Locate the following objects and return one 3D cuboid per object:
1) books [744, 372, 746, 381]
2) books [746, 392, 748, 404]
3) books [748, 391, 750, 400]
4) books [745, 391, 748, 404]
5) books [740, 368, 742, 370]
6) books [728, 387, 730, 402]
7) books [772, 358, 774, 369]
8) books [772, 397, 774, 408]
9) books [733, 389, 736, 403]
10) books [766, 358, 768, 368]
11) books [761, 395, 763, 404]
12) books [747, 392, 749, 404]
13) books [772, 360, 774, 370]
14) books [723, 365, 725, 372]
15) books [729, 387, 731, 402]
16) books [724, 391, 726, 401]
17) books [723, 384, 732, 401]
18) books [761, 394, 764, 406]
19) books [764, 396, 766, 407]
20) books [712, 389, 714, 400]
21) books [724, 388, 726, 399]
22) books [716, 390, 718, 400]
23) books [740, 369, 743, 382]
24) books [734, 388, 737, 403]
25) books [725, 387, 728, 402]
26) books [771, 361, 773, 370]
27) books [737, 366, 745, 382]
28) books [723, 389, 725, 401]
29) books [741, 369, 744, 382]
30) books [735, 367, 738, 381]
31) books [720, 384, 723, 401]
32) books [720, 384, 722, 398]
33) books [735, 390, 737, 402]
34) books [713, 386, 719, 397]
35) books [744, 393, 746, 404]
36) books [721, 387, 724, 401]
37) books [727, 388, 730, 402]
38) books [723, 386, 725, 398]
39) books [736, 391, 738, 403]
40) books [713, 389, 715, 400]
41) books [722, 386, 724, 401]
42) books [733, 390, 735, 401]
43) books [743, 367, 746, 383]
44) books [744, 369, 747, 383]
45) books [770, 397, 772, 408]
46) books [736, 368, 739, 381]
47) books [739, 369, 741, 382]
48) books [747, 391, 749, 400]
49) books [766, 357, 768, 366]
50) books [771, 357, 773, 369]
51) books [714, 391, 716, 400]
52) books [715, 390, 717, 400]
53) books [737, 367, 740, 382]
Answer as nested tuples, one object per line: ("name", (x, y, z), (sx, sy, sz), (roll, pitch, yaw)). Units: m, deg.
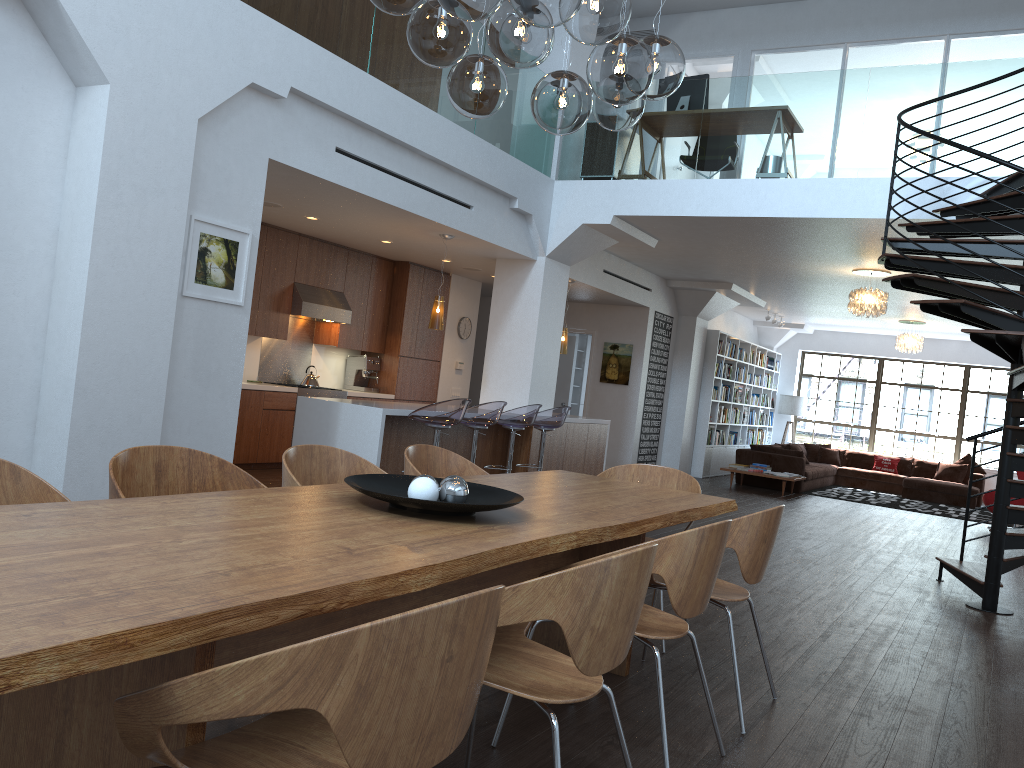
("books", (4.156, -0.137, 16.127), (0.161, 0.223, 0.026), (7, 0, 29))
("books", (4.273, 0.258, 16.407), (0.161, 0.223, 0.030), (7, 0, 29))
("books", (4.331, 0.251, 16.535), (0.160, 0.251, 0.036), (7, 0, 29))
("books", (4.237, 0.239, 16.347), (0.174, 0.251, 0.051), (7, 0, 29))
("books", (4.018, -0.166, 15.887), (0.159, 0.250, 0.026), (7, 0, 29))
("books", (3.671, 0.173, 15.347), (0.182, 0.253, 0.034), (7, 0, 29))
("books", (5.166, -0.412, 17.869), (0.183, 0.253, 0.042), (7, 0, 29))
("books", (5.287, 0.378, 18.224), (0.182, 0.215, 0.188), (7, 0, 29))
("books", (3.855, 0.201, 15.667), (0.174, 0.240, 0.054), (7, 0, 29))
("books", (4.950, -0.421, 17.454), (0.161, 0.223, 0.032), (7, 0, 29))
("books", (4.818, 0.320, 17.389), (0.161, 0.223, 0.032), (7, 0, 29))
("books", (4.315, 0.251, 16.502), (0.171, 0.246, 0.036), (7, 0, 29))
("books", (5.189, -0.409, 17.906), (0.183, 0.253, 0.042), (7, 0, 29))
("books", (3.471, -0.220, 14.926), (0.174, 0.236, 0.142), (7, 0, 30))
("books", (3.696, 0.176, 15.371), (0.182, 0.253, 0.034), (7, 0, 29))
("books", (3.564, 0.172, 15.166), (0.167, 0.230, 0.037), (7, 0, 29))
("books", (3.720, 0.160, 15.431), (0.176, 0.294, 0.102), (7, 0, 29))
("books", (4.841, 0.314, 17.426), (0.174, 0.240, 0.054), (7, 0, 29))
("books", (4.961, 0.318, 17.663), (0.180, 0.259, 0.042), (7, 0, 29))
("books", (3.244, 0.163, 14.559), (0.128, 0.178, 0.022), (7, 0, 29))
("books", (3.555, 0.175, 15.133), (0.161, 0.223, 0.026), (7, 0, 29))
("books", (3.350, 0.181, 14.727), (0.107, 0.167, 0.017), (7, 0, 29))
("books", (4.039, -0.162, 15.923), (0.170, 0.245, 0.057), (7, 0, 29))
("books", (3.901, 0.199, 15.770), (0.183, 0.253, 0.042), (7, 0, 29))
("books", (3.607, 0.166, 15.222), (0.182, 0.253, 0.034), (7, 0, 29))
("books", (5.147, -0.414, 17.830), (0.183, 0.253, 0.042), (7, 0, 29))
("books", (4.102, -0.177, 16.035), (0.176, 0.290, 0.053), (7, 0, 29))
("books", (3.543, 0.174, 15.109), (0.161, 0.223, 0.027), (7, 0, 29))
("books", (4.067, -0.155, 15.966), (0.174, 0.239, 0.045), (7, 0, 29))
("books", (3.867, -0.185, 15.594), (0.182, 0.253, 0.034), (7, 0, 29))
("books", (3.444, 0.129, 14.943), (0.176, 0.290, 0.053), (7, 0, 29))
("books", (3.410, 0.128, 14.892), (0.197, 0.283, 0.065), (7, 0, 29))
("books", (3.894, 0.214, 15.731), (0.161, 0.223, 0.032), (7, 0, 29))
("books", (3.356, 0.149, 14.765), (0.140, 0.231, 0.042), (7, 0, 29))
("books", (4.214, 0.251, 16.312), (0.161, 0.223, 0.030), (7, 0, 29))
("books", (3.483, 0.159, 15.007), (0.174, 0.239, 0.045), (7, 0, 29))
("books", (3.656, 0.179, 15.309), (0.174, 0.239, 0.045), (7, 0, 29))
("books", (3.525, 0.158, 15.090), (0.159, 0.250, 0.026), (7, 0, 29))
("books", (3.967, 0.231, 15.870), (0.161, 0.207, 0.135), (7, 0, 29))
("books", (3.260, 0.162, 14.604), (0.134, 0.184, 0.030), (7, 0, 29))
("books", (3.506, 0.158, 15.053), (0.170, 0.245, 0.057), (7, 0, 29))
("books", (3.832, 0.206, 15.630), (0.161, 0.223, 0.032), (7, 0, 29))
("books", (4.128, -0.171, 16.090), (0.197, 0.283, 0.065), (7, 0, 29))
("books", (4.174, -0.148, 16.148), (0.159, 0.250, 0.026), (7, 0, 29))
("books", (5.197, 0.363, 18.058), (0.161, 0.222, 0.084), (7, 0, 29))
("books", (3.899, -0.174, 15.660), (0.174, 0.239, 0.045), (7, 0, 29))
("books", (3.995, -0.155, 15.838), (0.161, 0.223, 0.026), (7, 0, 29))
("books", (4.279, 0.245, 16.444), (0.183, 0.253, 0.039), (7, 0, 29))
("books", (4.927, -0.424, 17.430), (0.161, 0.223, 0.033), (7, 0, 29))
("books", (5.125, -0.416, 17.792), (0.183, 0.253, 0.042), (7, 0, 29))
("books", (3.303, 0.182, 14.651), (0.110, 0.153, 0.019), (7, 0, 29))
("books", (3.320, 0.178, 14.686), (0.120, 0.167, 0.020), (7, 0, 29))
("books", (3.947, -0.176, 15.749), (0.182, 0.253, 0.034), (7, 0, 29))
